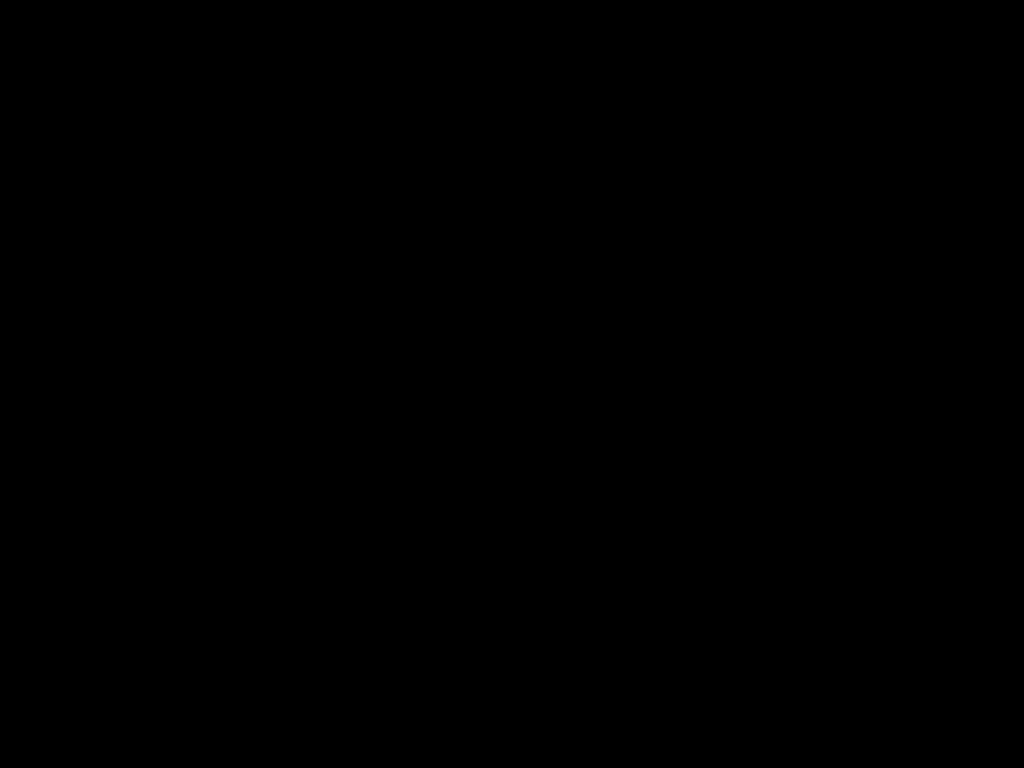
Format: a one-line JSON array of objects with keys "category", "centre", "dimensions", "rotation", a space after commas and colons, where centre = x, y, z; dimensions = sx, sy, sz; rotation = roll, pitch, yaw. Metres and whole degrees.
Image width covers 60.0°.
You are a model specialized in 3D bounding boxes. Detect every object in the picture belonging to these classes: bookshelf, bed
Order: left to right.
[{"category": "bookshelf", "centre": [-0.978, 0.136, 2.049], "dimensions": [0.643, 0.303, 1.495], "rotation": [-1, -2, 45]}, {"category": "bed", "centre": [0.319, -0.233, 0.772], "dimensions": [3.009, 0.994, 2.087], "rotation": [-1, -2, 45]}]

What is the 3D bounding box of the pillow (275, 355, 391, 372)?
[{"category": "pillow", "centre": [-0.575, -0.123, 2.107], "dimensions": [0.470, 0.241, 0.498], "rotation": [0, -2, 10]}]
